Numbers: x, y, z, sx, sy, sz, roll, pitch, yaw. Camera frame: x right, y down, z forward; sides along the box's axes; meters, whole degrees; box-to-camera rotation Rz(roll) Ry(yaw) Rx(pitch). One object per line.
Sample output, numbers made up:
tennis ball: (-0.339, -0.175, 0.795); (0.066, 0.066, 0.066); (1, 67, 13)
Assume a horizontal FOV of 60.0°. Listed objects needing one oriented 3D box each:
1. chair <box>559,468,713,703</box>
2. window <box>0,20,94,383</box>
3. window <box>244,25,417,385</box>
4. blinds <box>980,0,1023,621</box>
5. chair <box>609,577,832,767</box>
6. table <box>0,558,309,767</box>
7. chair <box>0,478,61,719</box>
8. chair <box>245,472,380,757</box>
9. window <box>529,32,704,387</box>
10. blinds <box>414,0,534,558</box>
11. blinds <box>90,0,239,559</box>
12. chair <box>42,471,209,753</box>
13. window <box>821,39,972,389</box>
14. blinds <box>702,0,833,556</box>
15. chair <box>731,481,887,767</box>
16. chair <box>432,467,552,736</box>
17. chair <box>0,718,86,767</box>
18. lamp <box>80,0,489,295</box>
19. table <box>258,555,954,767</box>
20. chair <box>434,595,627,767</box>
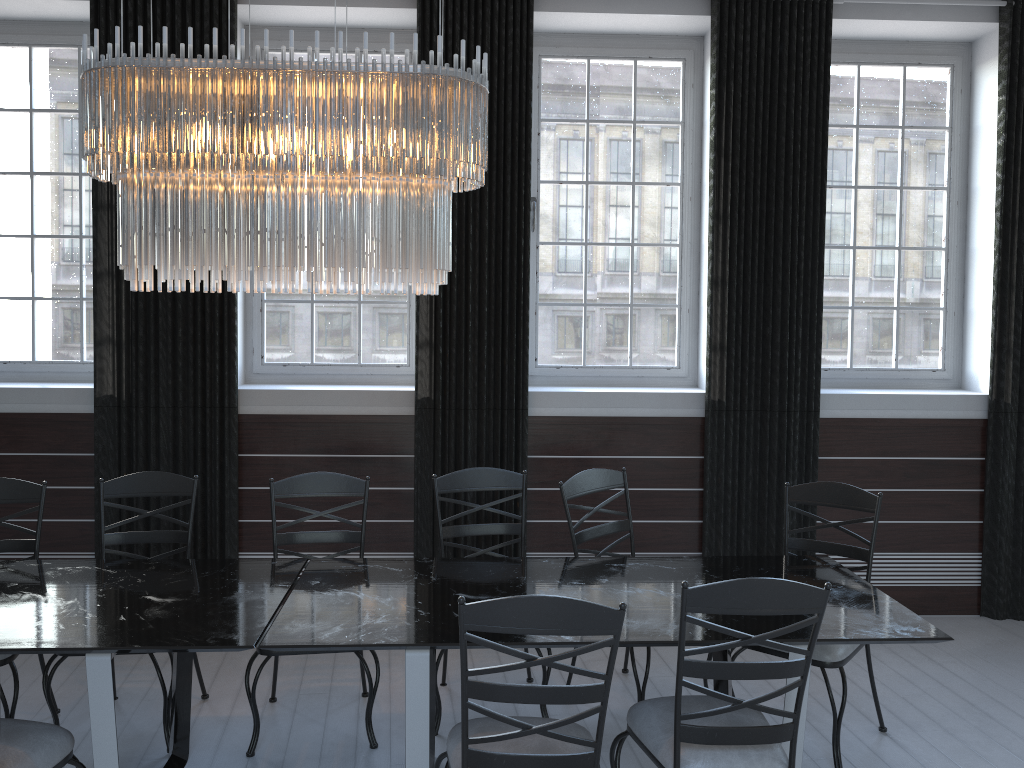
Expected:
chair: (0.515, 0.866, 3.695); (0.496, 0.963, 0.504); (-2, 4, -41)
window: (-2.517, -0.999, 4.895); (1.033, 1.987, 0.133); (1, 2, -2)
window: (-0.981, -0.987, 4.953); (1.033, 1.987, 0.133); (1, 2, -2)
blinds: (2.875, -0.368, 4.738); (0.623, 3.308, 0.103); (1, 2, -2)
chair: (0.572, 0.959, 2.536); (0.496, 0.963, 0.504); (0, 3, -8)
table: (-1.738, 1.032, 2.850); (1.996, 0.695, 0.893); (0, 4, -3)
chair: (-1.992, 0.871, 3.283); (0.496, 0.963, 0.504); (0, 3, -6)
chair: (-0.768, 0.863, 3.484); (0.490, 0.954, 0.504); (0, 3, -9)
window: (0.555, -0.975, 5.015); (1.033, 1.987, 0.133); (1, 2, -2)
blinds: (-0.205, -0.390, 4.597); (0.605, 3.308, 0.111); (1, 2, -2)
blinds: (-1.781, -0.403, 4.536); (0.739, 3.308, 0.111); (1, 2, -2)
chair: (-1.474, 0.863, 3.455); (0.496, 0.963, 0.504); (1, 3, 0)
window: (2.098, -0.963, 5.075); (1.033, 1.987, 0.133); (1, 2, -2)
blinds: (1.335, -0.379, 4.670); (0.623, 3.308, 0.088); (1, 2, -2)
chair: (1.159, 0.893, 3.436); (0.504, 0.963, 0.497); (-2, 4, -45)
chair: (-0.098, 0.863, 3.644); (0.496, 0.963, 0.504); (0, 3, -4)
chair: (-1.459, 0.952, 2.334); (0.496, 0.963, 0.504); (1, 3, -1)
lamp: (-0.707, -1.103, 2.823); (1.272, 1.623, 0.441); (0, 2, -3)
table: (0.260, 1.044, 2.971); (1.996, 0.695, 0.893); (0, 4, -3)
chair: (0.026, 0.965, 2.380); (0.496, 0.963, 0.504); (0, 3, -3)
